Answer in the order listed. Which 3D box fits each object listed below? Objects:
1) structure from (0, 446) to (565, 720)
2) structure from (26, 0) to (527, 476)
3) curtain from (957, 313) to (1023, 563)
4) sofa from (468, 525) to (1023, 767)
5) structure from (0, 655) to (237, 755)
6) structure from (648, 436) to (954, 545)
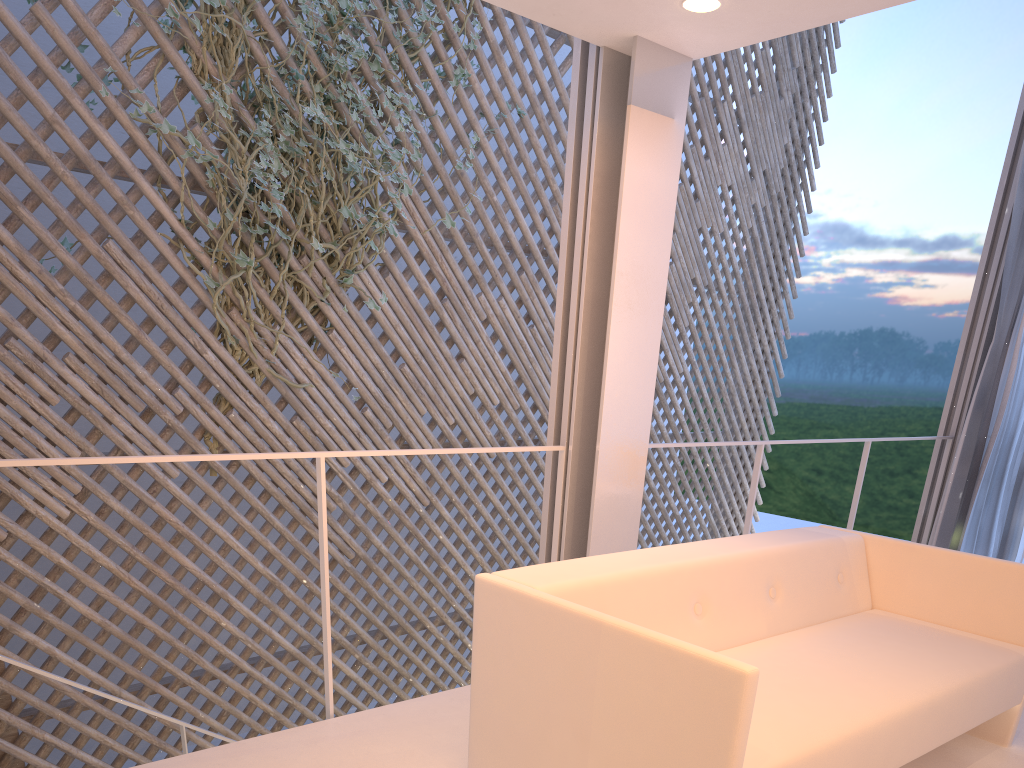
[{"bbox_3d":[-0.553,0.401,1.329,1.667,0.614,0.025,0,18,-38],"label":"structure"},{"bbox_3d":[-0.483,-1.081,2.750,2.264,2.981,0.693,-10,23,-44],"label":"structure"},{"bbox_3d":[1.824,-0.569,2.347,0.479,2.645,0.093,20,26,40],"label":"curtain"},{"bbox_3d":[0.468,0.504,1.439,0.964,0.405,0.468,0,10,-39],"label":"sofa"},{"bbox_3d":[-1.170,1.078,2.047,1.891,2.149,1.110,-9,20,-44],"label":"structure"},{"bbox_3d":[0.866,0.452,2.452,1.665,0.614,0.025,0,18,-38],"label":"structure"}]
